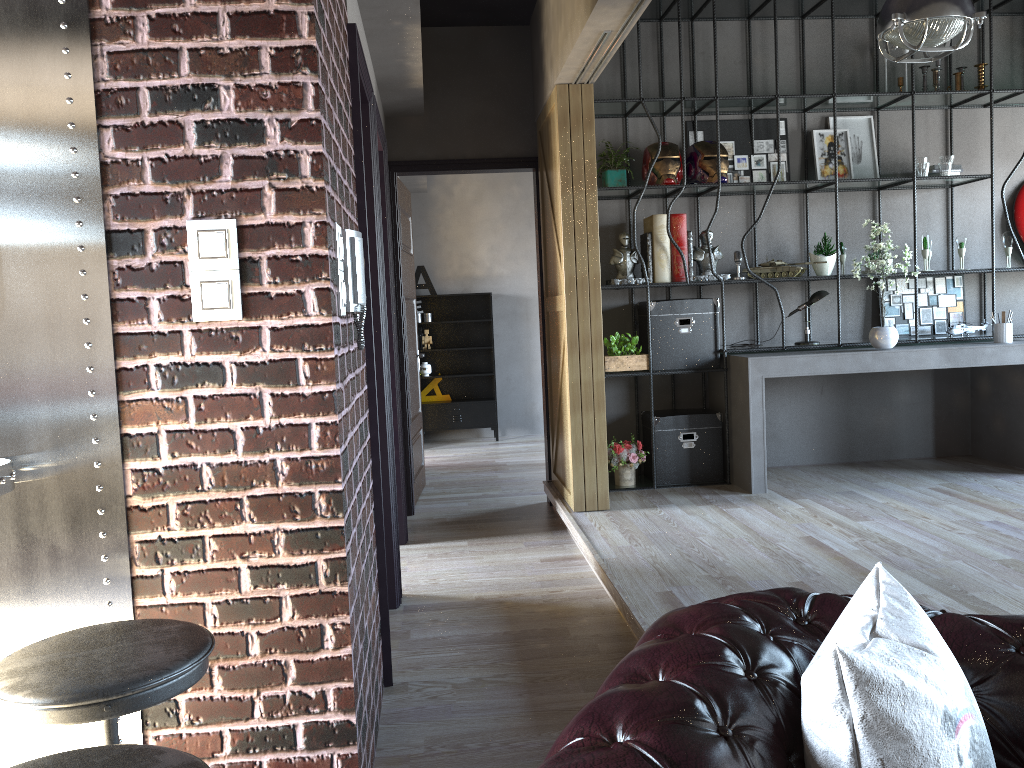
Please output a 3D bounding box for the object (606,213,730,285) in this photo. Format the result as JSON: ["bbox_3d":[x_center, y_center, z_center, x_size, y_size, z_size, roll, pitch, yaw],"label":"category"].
[{"bbox_3d":[1.069,-0.931,6.156,0.833,0.465,0.290,-3,4,-5],"label":"object"}]

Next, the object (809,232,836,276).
[{"bbox_3d":[2.185,-0.907,6.202,0.193,0.305,0.137,0,4,29],"label":"object"}]

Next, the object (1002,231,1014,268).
[{"bbox_3d":[3.597,-0.972,6.429,0.113,0.270,0.113,-4,4,-16],"label":"object"}]

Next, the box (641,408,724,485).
[{"bbox_3d":[1.198,0.428,6.256,0.489,0.480,0.374,-3,4,-5],"label":"box"}]

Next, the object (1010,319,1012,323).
[{"bbox_3d":[3.353,-0.367,6.002,0.068,0.159,0.009,-2,4,8],"label":"object"}]

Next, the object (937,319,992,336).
[{"bbox_3d":[3.264,-0.405,6.409,0.379,0.111,0.352,0,5,28],"label":"object"}]

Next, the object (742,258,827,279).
[{"bbox_3d":[1.916,-0.830,6.242,0.577,0.170,0.207,0,5,30],"label":"object"}]

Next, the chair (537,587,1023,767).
[{"bbox_3d":[0.675,0.884,1.324,1.244,0.844,1.494,-1,5,25],"label":"chair"}]

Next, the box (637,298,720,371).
[{"bbox_3d":[1.162,-0.354,6.205,0.489,0.480,0.374,-3,4,-5],"label":"box"}]

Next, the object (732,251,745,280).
[{"bbox_3d":[1.555,-0.817,6.097,0.093,0.200,0.093,-3,4,-10],"label":"object"}]

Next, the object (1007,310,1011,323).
[{"bbox_3d":[3.367,-0.412,6.029,0.052,0.185,0.009,-3,4,-3],"label":"object"}]

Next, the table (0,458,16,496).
[{"bbox_3d":[-1.455,0.823,1.492,0.656,1.129,1.600,-3,4,-5],"label":"table"}]

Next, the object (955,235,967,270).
[{"bbox_3d":[3.176,-0.928,6.266,0.113,0.246,0.113,-2,4,14],"label":"object"}]

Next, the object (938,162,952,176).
[{"bbox_3d":[3.003,-1.482,6.149,0.092,0.099,0.093,1,6,43],"label":"object"}]

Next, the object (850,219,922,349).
[{"bbox_3d":[2.442,-0.660,5.795,0.420,0.851,0.398,1,5,41],"label":"object"}]

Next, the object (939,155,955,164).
[{"bbox_3d":[3.128,-1.601,6.376,0.103,0.068,0.103,-4,4,-12],"label":"object"}]

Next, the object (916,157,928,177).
[{"bbox_3d":[2.879,-1.512,6.241,0.087,0.155,0.087,-2,4,8],"label":"object"}]

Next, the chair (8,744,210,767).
[{"bbox_3d":[-0.625,0.982,1.268,0.450,0.773,0.451,0,5,35],"label":"chair"}]

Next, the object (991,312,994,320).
[{"bbox_3d":[3.290,-0.390,6.035,0.046,0.202,0.023,0,4,31],"label":"object"}]

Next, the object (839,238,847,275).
[{"bbox_3d":[2.388,-0.917,6.410,0.113,0.273,0.113,-6,5,-39],"label":"object"}]

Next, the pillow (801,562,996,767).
[{"bbox_3d":[0.643,0.588,1.470,0.290,0.502,0.542,0,5,33],"label":"pillow"}]

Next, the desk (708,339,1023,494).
[{"bbox_3d":[2.547,0.185,6.200,2.129,0.885,0.845,-3,4,-5],"label":"desk"}]

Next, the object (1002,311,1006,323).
[{"bbox_3d":[3.352,-0.393,6.047,0.023,0.204,0.037,0,5,34],"label":"object"}]

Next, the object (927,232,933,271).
[{"bbox_3d":[3.056,-0.970,6.516,0.113,0.301,0.113,-2,4,14],"label":"object"}]

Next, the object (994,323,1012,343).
[{"bbox_3d":[3.329,-0.345,6.013,0.110,0.137,0.110,-2,4,5],"label":"object"}]

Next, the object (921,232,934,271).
[{"bbox_3d":[2.890,-0.924,6.202,0.113,0.274,0.113,-3,4,-1],"label":"object"}]

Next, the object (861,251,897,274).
[{"bbox_3d":[2.588,-0.884,6.259,0.235,0.212,0.235,1,6,40],"label":"object"}]

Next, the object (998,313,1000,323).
[{"bbox_3d":[3.330,-0.401,6.052,0.009,0.167,0.061,-2,4,7],"label":"object"}]

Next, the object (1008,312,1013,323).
[{"bbox_3d":[3.368,-0.403,6.017,0.062,0.169,0.009,-3,4,-5],"label":"object"}]

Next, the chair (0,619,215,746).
[{"bbox_3d":[-0.830,0.939,1.864,0.439,0.780,0.439,-5,4,-26],"label":"chair"}]

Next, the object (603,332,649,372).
[{"bbox_3d":[0.767,-0.225,6.019,0.304,0.265,0.181,-3,4,-5],"label":"object"}]

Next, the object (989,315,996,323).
[{"bbox_3d":[3.306,-0.380,6.022,0.137,0.190,0.009,-3,4,-2],"label":"object"}]

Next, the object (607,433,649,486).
[{"bbox_3d":[0.757,0.519,6.134,0.345,0.362,0.332,-3,4,-2],"label":"object"}]

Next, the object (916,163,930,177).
[{"bbox_3d":[2.841,-1.474,6.135,0.092,0.099,0.093,0,5,33],"label":"object"}]

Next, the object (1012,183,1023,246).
[{"bbox_3d":[4.092,-1.241,6.600,0.751,0.739,0.186,-3,4,-4],"label":"object"}]
